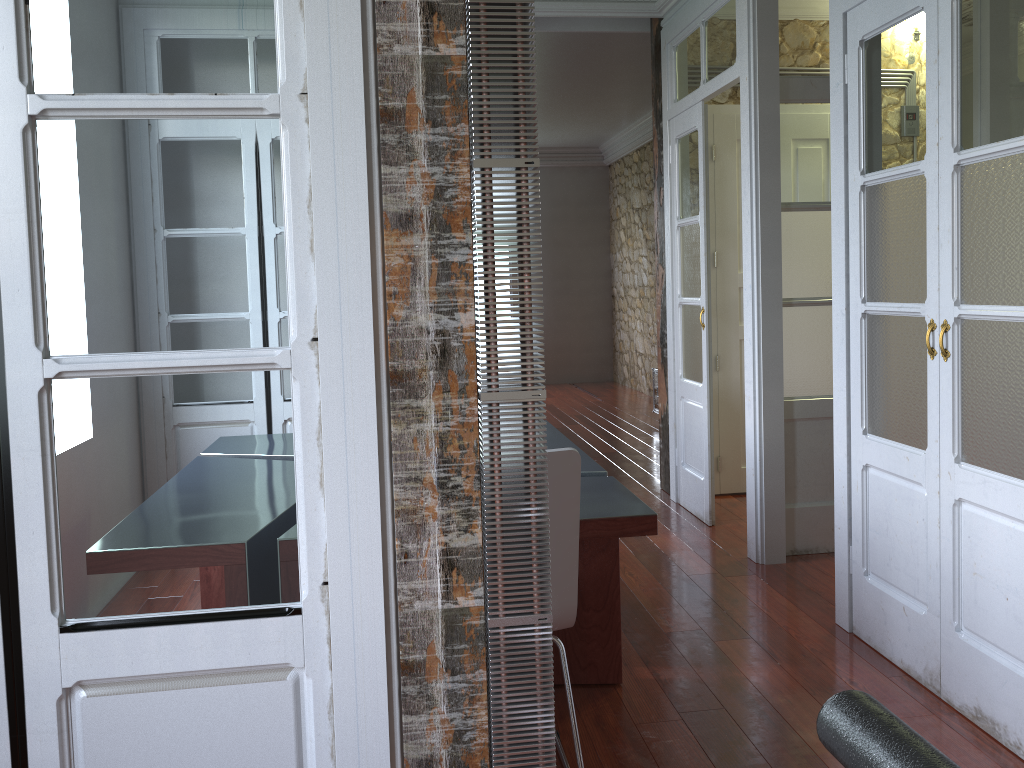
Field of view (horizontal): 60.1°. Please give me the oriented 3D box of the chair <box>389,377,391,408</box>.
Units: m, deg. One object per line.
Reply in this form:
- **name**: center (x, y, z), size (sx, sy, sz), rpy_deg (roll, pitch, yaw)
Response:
- **chair**: center (-0.610, 0.413, 3.829), size (0.475, 0.916, 0.603), rpy_deg (-2, 4, -8)

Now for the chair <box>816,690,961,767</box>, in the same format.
- **chair**: center (0.528, 0.701, 0.435), size (0.699, 1.020, 0.668), rpy_deg (-2, 4, -3)

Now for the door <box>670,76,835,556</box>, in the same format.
- **door**: center (1.064, -0.338, 4.433), size (0.483, 2.175, 1.189), rpy_deg (-4, 4, -33)

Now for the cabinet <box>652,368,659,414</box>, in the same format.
- **cabinet**: center (1.591, 0.173, 7.256), size (0.488, 0.508, 1.428), rpy_deg (-2, 6, -7)

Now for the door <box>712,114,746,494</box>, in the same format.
- **door**: center (1.611, -0.475, 5.240), size (0.869, 2.211, 0.146), rpy_deg (-2, 3, -8)

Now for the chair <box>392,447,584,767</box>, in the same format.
- **chair**: center (-0.085, 0.576, 2.215), size (0.475, 0.916, 0.603), rpy_deg (-2, 4, -8)

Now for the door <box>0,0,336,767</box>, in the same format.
- **door**: center (-0.849, 0.047, 1.476), size (1.160, 2.175, 0.041), rpy_deg (-2, 3, -8)

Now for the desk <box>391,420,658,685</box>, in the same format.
- **desk**: center (-0.433, 0.613, 3.129), size (1.446, 0.652, 1.719), rpy_deg (-3, 6, -8)

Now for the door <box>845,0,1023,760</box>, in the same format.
- **door**: center (1.270, -0.143, 2.598), size (0.041, 2.173, 1.061), rpy_deg (-2, 4, -7)

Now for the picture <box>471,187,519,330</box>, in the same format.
- **picture**: center (-0.699, -1.604, 11.070), size (1.580, 1.982, 0.127), rpy_deg (-2, 3, -8)
